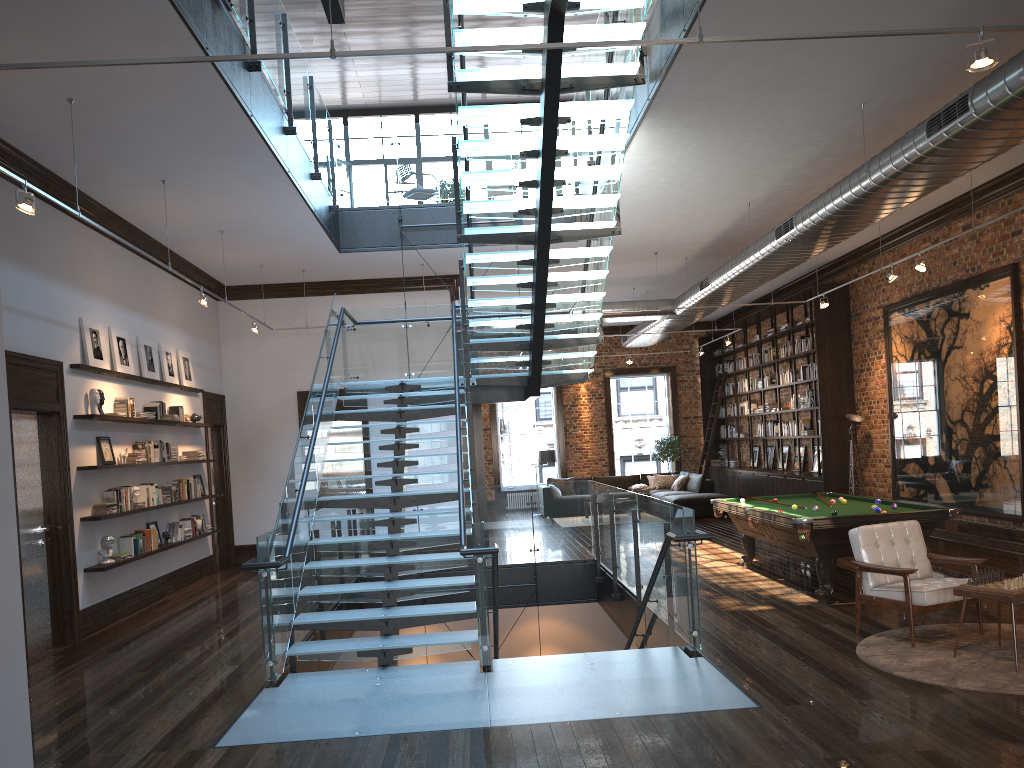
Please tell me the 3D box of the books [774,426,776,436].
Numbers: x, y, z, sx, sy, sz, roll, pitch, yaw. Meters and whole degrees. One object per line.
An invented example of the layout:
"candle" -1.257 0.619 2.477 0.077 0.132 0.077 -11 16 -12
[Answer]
"books" 5.453 0.960 18.096 0.191 0.205 0.025 -3 1 -3

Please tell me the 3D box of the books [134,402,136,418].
"books" -4.291 0.299 9.941 0.131 0.178 0.035 -3 1 -3

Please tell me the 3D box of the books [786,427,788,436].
"books" 5.476 0.927 17.400 0.174 0.184 0.034 -3 1 -3

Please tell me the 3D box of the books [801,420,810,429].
"books" 5.533 0.826 16.705 0.159 0.285 0.014 -3 1 -3

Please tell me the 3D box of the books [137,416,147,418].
"books" -4.295 0.386 10.139 0.155 0.015 0.211 -3 -4 -3

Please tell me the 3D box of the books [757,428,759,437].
"books" 5.403 1.043 19.240 0.178 0.205 0.068 -3 1 -3

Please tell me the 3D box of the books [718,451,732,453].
"books" 5.259 1.678 21.854 0.260 0.028 0.316 -3 -4 -3

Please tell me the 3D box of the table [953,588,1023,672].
"table" 3.356 1.629 6.019 0.515 0.495 0.464 -3 -1 -28

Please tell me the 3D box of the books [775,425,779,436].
"books" 5.453 0.949 18.021 0.191 0.218 0.033 -3 1 -3

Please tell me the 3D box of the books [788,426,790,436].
"books" 5.485 0.915 17.320 0.165 0.197 0.027 -3 1 -3

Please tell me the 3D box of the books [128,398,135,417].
"books" -4.264 0.270 9.824 0.164 0.217 0.012 -3 1 -3

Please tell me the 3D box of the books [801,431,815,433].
"books" 5.481 0.886 16.420 0.161 0.012 0.299 -3 -4 -3

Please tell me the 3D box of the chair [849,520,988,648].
"chair" 3.119 1.512 6.799 0.767 0.866 0.743 -3 -1 -23

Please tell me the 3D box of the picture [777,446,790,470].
"picture" 5.532 1.505 18.064 0.112 0.498 0.508 -3 -1 -3

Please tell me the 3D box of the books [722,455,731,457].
"books" 5.291 1.780 21.861 0.183 0.034 0.271 -4 -4 3

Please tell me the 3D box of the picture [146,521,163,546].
"picture" -4.279 1.800 10.617 0.077 0.300 0.300 -3 -1 -3

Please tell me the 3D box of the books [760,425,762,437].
"books" 5.401 0.993 18.950 0.189 0.260 0.027 -3 1 -3

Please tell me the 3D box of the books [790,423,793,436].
"books" 5.493 0.879 17.167 0.191 0.246 0.031 -3 1 -3

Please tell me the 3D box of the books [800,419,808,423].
"books" 5.529 0.823 16.768 0.149 0.301 0.013 -3 1 -3

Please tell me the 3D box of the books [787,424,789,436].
"books" 5.484 0.897 17.366 0.165 0.238 0.034 -3 1 -3

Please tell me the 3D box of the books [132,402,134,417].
"books" -4.271 0.289 9.803 0.157 0.177 0.029 -3 1 -3

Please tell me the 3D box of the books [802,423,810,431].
"books" 5.536 0.853 16.683 0.141 0.229 0.032 -3 1 -3

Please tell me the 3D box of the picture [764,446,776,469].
"picture" 5.492 1.564 18.906 0.112 0.498 0.508 -3 -1 -3

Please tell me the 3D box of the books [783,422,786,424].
"books" 5.479 0.897 17.642 0.145 0.276 0.013 -3 1 -3

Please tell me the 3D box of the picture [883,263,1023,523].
"picture" 5.796 0.218 11.816 0.080 3.002 3.205 -3 -2 -3

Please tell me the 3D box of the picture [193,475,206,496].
"picture" -4.398 1.428 12.488 0.077 0.300 0.300 -3 -1 -3

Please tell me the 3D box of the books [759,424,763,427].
"books" 5.414 0.990 19.034 0.181 0.276 0.083 -3 1 -3

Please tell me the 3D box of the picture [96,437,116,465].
"picture" -4.279 0.705 9.355 0.077 0.300 0.300 -3 -1 -3

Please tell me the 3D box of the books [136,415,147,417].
"books" -4.293 0.372 10.152 0.159 0.014 0.183 -3 -4 -3

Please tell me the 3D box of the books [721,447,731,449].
"books" 5.279 1.573 21.853 0.184 0.030 0.265 -4 -4 3

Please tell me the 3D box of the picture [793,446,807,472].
"picture" 5.574 1.444 17.192 0.112 0.498 0.508 -3 -1 -3

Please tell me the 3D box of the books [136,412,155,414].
"books" -4.311 0.341 10.424 0.142 0.011 0.257 -3 -4 2

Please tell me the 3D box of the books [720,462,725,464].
"books" 5.274 1.943 21.863 0.241 0.023 0.262 -3 -4 1

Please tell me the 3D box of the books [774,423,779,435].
"books" 5.449 0.937 18.141 0.171 0.258 0.013 -3 1 -3

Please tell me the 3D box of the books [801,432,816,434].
"books" 5.489 0.910 16.420 0.159 0.012 0.338 -3 -4 0

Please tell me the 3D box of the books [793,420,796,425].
"books" 5.502 0.845 17.046 0.177 0.297 0.014 -3 1 -3

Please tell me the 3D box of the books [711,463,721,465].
"books" 5.033 1.977 21.907 0.200 0.019 0.255 -3 -4 -1

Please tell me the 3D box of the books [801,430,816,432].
"books" 5.489 0.873 16.420 0.159 0.012 0.339 -3 -4 0

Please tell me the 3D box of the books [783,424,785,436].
"books" 5.470 0.917 17.619 0.167 0.234 0.032 -3 1 -3

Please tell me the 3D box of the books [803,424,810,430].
"books" 5.540 0.859 16.649 0.136 0.211 0.036 -3 1 -3

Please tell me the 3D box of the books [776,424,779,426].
"books" 5.457 0.931 18.045 0.176 0.256 0.014 -3 1 -3

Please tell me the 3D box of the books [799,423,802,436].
"books" 5.506 0.850 16.741 0.176 0.246 0.039 -3 1 -3

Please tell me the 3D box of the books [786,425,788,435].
"books" 5.479 0.912 17.431 0.174 0.218 0.027 -3 1 -3

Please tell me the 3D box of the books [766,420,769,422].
"books" 5.426 0.939 18.744 0.144 0.338 0.013 -3 1 -3

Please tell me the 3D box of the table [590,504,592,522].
"table" 2.057 2.595 18.243 1.000 0.345 1.002 -3 -3 -3

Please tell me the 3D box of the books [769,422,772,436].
"books" 5.436 0.939 18.381 0.184 0.288 0.016 -3 1 -3

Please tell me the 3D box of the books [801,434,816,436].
"books" 5.491 0.946 16.421 0.159 0.012 0.338 -3 -4 0

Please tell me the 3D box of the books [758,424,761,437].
"books" 5.399 0.995 19.083 0.180 0.275 0.013 -3 1 -3

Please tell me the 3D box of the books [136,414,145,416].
"books" -4.297 0.357 10.136 0.125 0.014 0.214 -3 -4 -3

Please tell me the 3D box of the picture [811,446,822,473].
"picture" 5.619 1.378 16.241 0.112 0.498 0.508 -3 -1 -3

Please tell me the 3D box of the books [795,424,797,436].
"books" 5.505 0.870 16.953 0.174 0.235 0.027 -3 1 -3

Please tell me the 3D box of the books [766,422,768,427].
"books" 5.429 0.950 18.719 0.170 0.311 0.038 -3 1 -3

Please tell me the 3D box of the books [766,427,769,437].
"books" 5.424 0.996 18.618 0.174 0.207 0.031 -3 1 -3

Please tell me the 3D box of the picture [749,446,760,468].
"picture" 5.445 1.632 19.886 0.112 0.498 0.508 -3 -1 -3

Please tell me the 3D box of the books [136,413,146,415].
"books" -4.299 0.345 10.145 0.152 0.013 0.196 -3 -4 -3

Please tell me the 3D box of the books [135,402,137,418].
"books" -4.296 0.300 9.978 0.128 0.182 0.012 -3 1 -3

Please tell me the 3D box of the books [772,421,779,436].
"books" 5.437 0.911 18.186 0.186 0.317 0.015 -3 1 -3

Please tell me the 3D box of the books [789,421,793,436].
"books" 5.496 0.864 17.291 0.152 0.292 0.031 -3 1 -3
